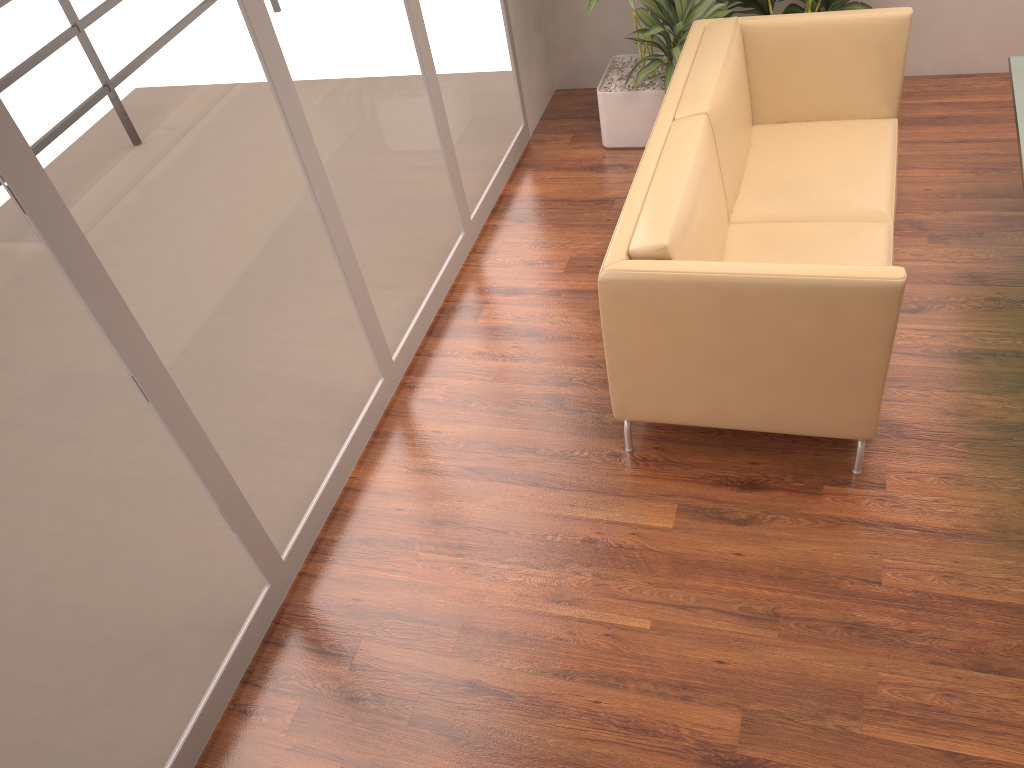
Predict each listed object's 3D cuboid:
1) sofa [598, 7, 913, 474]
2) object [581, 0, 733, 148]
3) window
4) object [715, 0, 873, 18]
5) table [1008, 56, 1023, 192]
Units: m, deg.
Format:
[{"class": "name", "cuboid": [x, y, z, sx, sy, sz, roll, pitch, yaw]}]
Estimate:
[{"class": "sofa", "cuboid": [0.985, -0.639, 3.341, 0.877, 0.877, 1.722, 6, 48, 19]}, {"class": "object", "cuboid": [0.607, -2.164, 4.020, 0.955, 2.203, 1.045, 21, 54, 30]}, {"class": "window", "cuboid": [-1.346, 0.203, 1.246, 0.062, 3.434, 8.182, 6, 48, 19]}, {"class": "object", "cuboid": [1.249, -2.125, 3.809, 1.071, 2.203, 0.931, 16, 51, 27]}, {"class": "table", "cuboid": [2.213, -0.437, 3.019, 0.939, 0.587, 1.788, 5, 48, 19]}]
